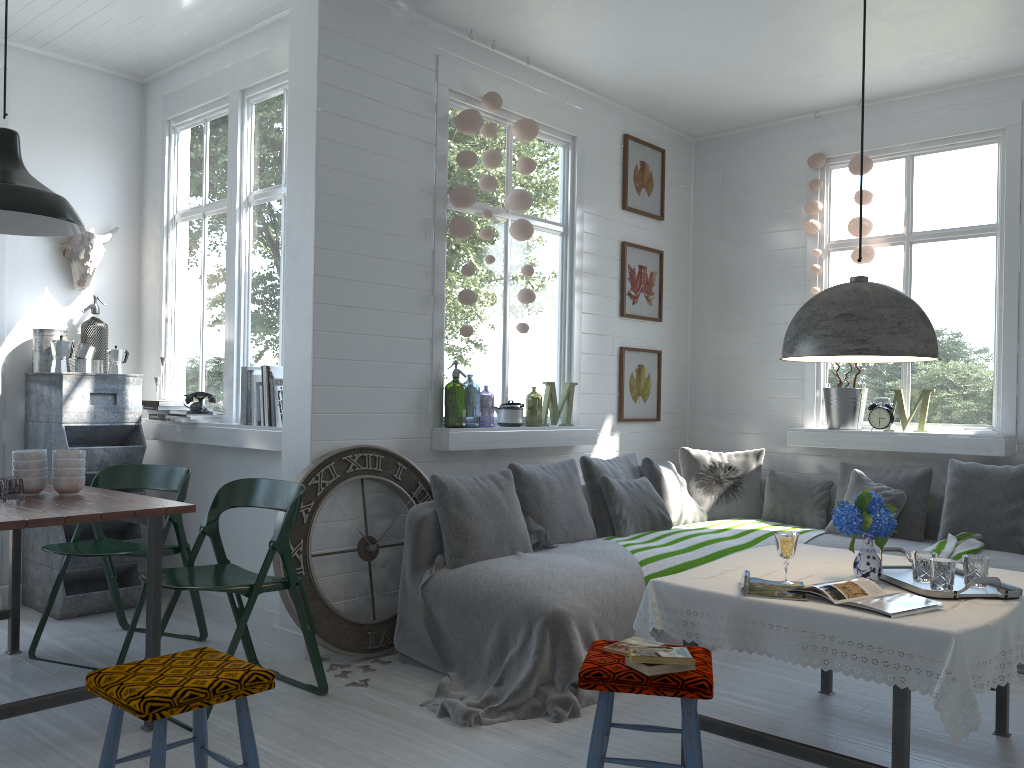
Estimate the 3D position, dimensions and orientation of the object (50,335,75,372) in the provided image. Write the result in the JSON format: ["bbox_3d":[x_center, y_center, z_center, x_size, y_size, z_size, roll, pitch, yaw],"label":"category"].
[{"bbox_3d":[-2.900,-0.189,5.731,0.130,0.249,0.205,1,0,33],"label":"object"}]

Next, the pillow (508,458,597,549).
[{"bbox_3d":[0.260,0.739,5.515,0.280,0.520,0.641,1,-1,42],"label":"pillow"}]

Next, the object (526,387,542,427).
[{"bbox_3d":[0.149,0.155,6.014,0.111,0.270,0.111,1,0,-30],"label":"object"}]

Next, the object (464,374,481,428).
[{"bbox_3d":[-0.266,0.107,5.543,0.137,0.335,0.137,1,0,-41],"label":"object"}]

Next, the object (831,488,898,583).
[{"bbox_3d":[1.398,0.595,3.509,0.265,0.377,0.236,1,0,44],"label":"object"}]

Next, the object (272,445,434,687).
[{"bbox_3d":[-0.732,0.905,4.839,0.584,1.138,1.111,1,0,27],"label":"object"}]

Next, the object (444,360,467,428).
[{"bbox_3d":[-0.345,0.060,5.427,0.136,0.415,0.136,1,0,39],"label":"object"}]

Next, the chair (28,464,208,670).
[{"bbox_3d":[-2.132,0.961,4.845,0.651,1.006,0.730,1,0,22],"label":"chair"}]

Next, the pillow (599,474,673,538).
[{"bbox_3d":[0.786,0.813,5.883,0.528,0.445,0.277,1,0,-34],"label":"pillow"}]

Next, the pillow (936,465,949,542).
[{"bbox_3d":[3.079,0.793,5.652,0.641,0.520,0.280,1,0,42],"label":"pillow"}]

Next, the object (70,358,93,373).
[{"bbox_3d":[-2.795,-0.115,5.765,0.129,0.096,0.108,1,-1,-19],"label":"object"}]

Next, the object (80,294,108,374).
[{"bbox_3d":[-2.857,-0.338,6.069,0.172,0.552,0.172,1,0,-23],"label":"object"}]

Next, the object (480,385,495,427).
[{"bbox_3d":[-0.168,0.143,5.644,0.111,0.270,0.111,1,0,-30],"label":"object"}]

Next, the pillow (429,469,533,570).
[{"bbox_3d":[-0.154,0.749,4.913,0.278,0.521,0.639,1,-1,41],"label":"pillow"}]

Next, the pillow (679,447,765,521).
[{"bbox_3d":[1.630,0.769,6.748,0.638,0.561,0.395,1,0,-9],"label":"pillow"}]

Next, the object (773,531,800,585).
[{"bbox_3d":[1.041,0.661,3.365,0.098,0.192,0.098,1,0,-28],"label":"object"}]

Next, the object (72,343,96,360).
[{"bbox_3d":[-2.778,-0.205,5.778,0.108,0.126,0.129,1,-1,33],"label":"object"}]

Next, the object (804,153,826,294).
[{"bbox_3d":[2.338,-1.237,6.860,0.153,1.088,0.150,1,0,17],"label":"object"}]

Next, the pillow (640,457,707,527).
[{"bbox_3d":[1.113,0.776,6.370,0.344,0.526,0.616,1,-1,41],"label":"pillow"}]

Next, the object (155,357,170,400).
[{"bbox_3d":[-2.362,-0.037,6.000,0.095,0.289,0.095,1,0,-30],"label":"object"}]

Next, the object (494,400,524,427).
[{"bbox_3d":[-0.018,0.193,5.840,0.208,0.174,0.186,1,-1,22],"label":"object"}]

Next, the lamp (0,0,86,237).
[{"bbox_3d":[-2.207,-1.452,3.867,0.650,1.499,0.650,1,0,38],"label":"lamp"}]

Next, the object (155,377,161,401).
[{"bbox_3d":[-2.453,0.098,6.130,0.095,0.289,0.095,1,0,-30],"label":"object"}]

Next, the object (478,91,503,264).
[{"bbox_3d":[-0.136,-1.303,5.636,0.150,1.088,0.153,1,0,-13],"label":"object"}]

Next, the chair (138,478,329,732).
[{"bbox_3d":[-1.305,0.964,4.110,0.651,1.006,0.730,1,0,42],"label":"chair"}]

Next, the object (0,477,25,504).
[{"bbox_3d":[-2.233,0.463,3.878,0.172,0.098,0.241,2,-1,-44],"label":"object"}]

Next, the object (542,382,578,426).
[{"bbox_3d":[0.320,0.142,6.199,0.330,0.311,0.052,1,0,-38],"label":"object"}]

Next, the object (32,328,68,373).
[{"bbox_3d":[-3.044,-0.214,5.838,0.205,0.290,0.205,1,0,44],"label":"object"}]

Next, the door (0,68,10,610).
[{"bbox_3d":[-3.802,-0.316,5.130,0.254,3.480,1.610,1,0,42],"label":"door"}]

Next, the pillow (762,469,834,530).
[{"bbox_3d":[2.111,0.856,6.503,0.495,0.438,0.280,1,-1,43],"label":"pillow"}]

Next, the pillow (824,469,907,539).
[{"bbox_3d":[2.354,0.817,5.936,0.416,0.463,0.380,1,0,-33],"label":"pillow"}]

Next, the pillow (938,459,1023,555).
[{"bbox_3d":[2.975,0.772,5.552,0.509,0.573,0.296,1,0,42],"label":"pillow"}]

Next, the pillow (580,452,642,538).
[{"bbox_3d":[0.732,0.759,6.029,0.278,0.561,0.639,1,0,42],"label":"pillow"}]

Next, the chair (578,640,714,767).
[{"bbox_3d":[0.445,1.188,2.937,0.419,0.562,0.419,1,0,12],"label":"chair"}]

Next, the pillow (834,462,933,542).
[{"bbox_3d":[2.539,0.819,6.119,0.639,0.521,0.279,1,0,41],"label":"pillow"}]

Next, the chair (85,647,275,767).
[{"bbox_3d":[-1.019,1.157,2.719,0.419,0.562,0.419,1,0,42],"label":"chair"}]

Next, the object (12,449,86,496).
[{"bbox_3d":[-2.162,0.410,4.141,0.309,0.216,0.149,1,0,-16],"label":"object"}]

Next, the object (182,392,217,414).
[{"bbox_3d":[-2.034,0.123,5.763,0.171,0.146,0.203,2,-1,-45],"label":"object"}]

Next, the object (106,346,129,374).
[{"bbox_3d":[-2.638,-0.158,5.915,0.102,0.196,0.162,1,0,1],"label":"object"}]

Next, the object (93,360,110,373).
[{"bbox_3d":[-2.765,-0.113,5.909,0.129,0.096,0.108,1,-1,1],"label":"object"}]

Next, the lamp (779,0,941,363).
[{"bbox_3d":[1.396,-1.119,3.532,0.601,2.044,0.601,1,0,12],"label":"lamp"}]

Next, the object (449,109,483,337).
[{"bbox_3d":[-0.291,-0.989,5.469,0.197,1.404,0.193,1,0,2],"label":"object"}]

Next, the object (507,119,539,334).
[{"bbox_3d":[0.068,-1.047,5.875,0.200,1.426,0.196,1,0,-38],"label":"object"}]

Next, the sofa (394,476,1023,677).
[{"bbox_3d":[1.719,1.126,4.911,3.407,0.899,3.395,0,-1,41],"label":"sofa"}]
